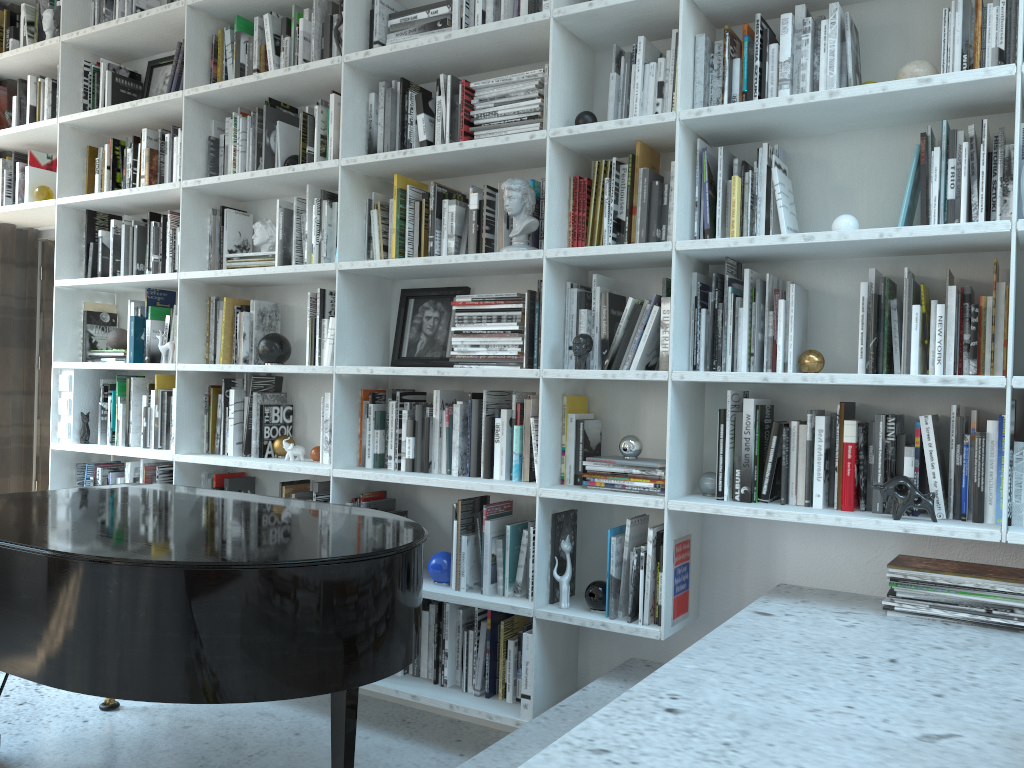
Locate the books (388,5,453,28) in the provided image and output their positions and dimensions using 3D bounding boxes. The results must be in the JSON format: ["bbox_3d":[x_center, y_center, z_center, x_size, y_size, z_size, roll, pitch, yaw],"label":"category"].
[{"bbox_3d":[-0.288,-1.302,3.212,0.285,0.024,0.159,1,0,33],"label":"books"}]

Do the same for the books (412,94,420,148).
[{"bbox_3d":[-0.311,-0.910,3.215,0.011,0.239,0.147,2,0,31],"label":"books"}]

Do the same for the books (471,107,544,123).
[{"bbox_3d":[0.021,-0.898,3.028,0.285,0.012,0.159,1,0,32],"label":"books"}]

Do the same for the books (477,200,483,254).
[{"bbox_3d":[-0.058,-0.516,3.050,0.029,0.200,0.178,2,0,31],"label":"books"}]

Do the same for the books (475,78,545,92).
[{"bbox_3d":[0.025,-0.997,3.029,0.254,0.012,0.161,1,0,31],"label":"books"}]

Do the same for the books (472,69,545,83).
[{"bbox_3d":[0.023,-1.021,3.025,0.285,0.012,0.159,1,0,33],"label":"books"}]

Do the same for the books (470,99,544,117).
[{"bbox_3d":[0.019,-0.922,3.024,0.285,0.012,0.159,1,0,34],"label":"books"}]

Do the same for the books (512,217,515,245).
[{"bbox_3d":[0.046,-0.542,3.009,0.024,0.259,0.126,2,0,31],"label":"books"}]

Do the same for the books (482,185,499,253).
[{"bbox_3d":[-0.045,-0.538,3.030,0.012,0.245,0.186,2,0,31],"label":"books"}]

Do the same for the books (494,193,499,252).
[{"bbox_3d":[-0.011,-0.529,3.052,0.025,0.230,0.143,2,0,31],"label":"books"}]

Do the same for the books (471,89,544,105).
[{"bbox_3d":[0.023,-0.958,3.028,0.285,0.012,0.159,1,0,30],"label":"books"}]

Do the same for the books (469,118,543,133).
[{"bbox_3d":[0.018,-0.862,3.024,0.285,0.012,0.159,1,0,28],"label":"books"}]

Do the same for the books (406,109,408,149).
[{"bbox_3d":[-0.333,-0.908,3.231,0.014,0.233,0.147,2,0,31],"label":"books"}]

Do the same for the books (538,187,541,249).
[{"bbox_3d":[0.124,-0.532,2.979,0.021,0.242,0.103,2,0,31],"label":"books"}]

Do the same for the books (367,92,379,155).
[{"bbox_3d":[-0.474,-0.928,3.310,0.026,0.267,0.170,2,0,31],"label":"books"}]

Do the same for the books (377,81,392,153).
[{"bbox_3d":[-0.429,-0.942,3.281,0.026,0.297,0.179,2,0,31],"label":"books"}]

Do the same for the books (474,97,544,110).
[{"bbox_3d":[0.020,-0.934,3.024,0.254,0.012,0.161,1,0,28],"label":"books"}]

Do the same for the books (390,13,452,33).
[{"bbox_3d":[-0.291,-1.278,3.208,0.254,0.025,0.161,1,0,27],"label":"books"}]

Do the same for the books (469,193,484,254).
[{"bbox_3d":[-0.084,-0.528,3.063,0.029,0.224,0.185,2,0,31],"label":"books"}]

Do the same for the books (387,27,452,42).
[{"bbox_3d":[-0.291,-1.236,3.213,0.285,0.012,0.159,1,0,29],"label":"books"}]

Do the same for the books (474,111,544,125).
[{"bbox_3d":[0.020,-0.886,3.026,0.254,0.012,0.161,1,0,29],"label":"books"}]

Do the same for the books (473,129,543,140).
[{"bbox_3d":[0.020,-0.825,3.028,0.285,0.012,0.159,1,0,32],"label":"books"}]

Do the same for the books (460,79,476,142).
[{"bbox_3d":[-0.126,-0.909,3.086,0.013,0.247,0.176,2,0,31],"label":"books"}]

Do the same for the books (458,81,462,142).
[{"bbox_3d":[-0.131,-0.908,3.104,0.015,0.245,0.183,2,0,31],"label":"books"}]

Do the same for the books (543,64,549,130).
[{"bbox_3d":[0.148,-0.906,2.934,0.012,0.254,0.161,2,0,31],"label":"books"}]

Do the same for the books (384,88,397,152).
[{"bbox_3d":[-0.399,-0.926,3.255,0.025,0.266,0.185,2,0,31],"label":"books"}]

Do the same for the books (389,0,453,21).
[{"bbox_3d":[-0.285,-1.327,3.216,0.285,0.024,0.159,1,0,31],"label":"books"}]

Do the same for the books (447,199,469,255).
[{"bbox_3d":[-0.166,-0.526,3.126,0.030,0.215,0.168,2,0,31],"label":"books"}]

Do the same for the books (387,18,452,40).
[{"bbox_3d":[-0.293,-1.253,3.206,0.285,0.024,0.159,1,0,36],"label":"books"}]

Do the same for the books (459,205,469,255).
[{"bbox_3d":[-0.126,-0.517,3.116,0.050,0.199,0.145,2,0,31],"label":"books"}]

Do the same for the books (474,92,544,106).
[{"bbox_3d":[0.021,-0.946,3.025,0.254,0.012,0.161,1,0,33],"label":"books"}]

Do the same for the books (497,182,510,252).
[{"bbox_3d":[0.001,-0.544,3.023,0.025,0.258,0.150,2,0,31],"label":"books"}]

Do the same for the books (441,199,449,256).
[{"bbox_3d":[-0.190,-0.527,3.139,0.024,0.216,0.175,2,0,31],"label":"books"}]

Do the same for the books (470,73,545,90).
[{"bbox_3d":[0.019,-1.009,3.019,0.285,0.012,0.159,1,0,26],"label":"books"}]

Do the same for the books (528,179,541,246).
[{"bbox_3d":[0.095,-0.543,2.987,0.014,0.263,0.135,2,0,31],"label":"books"}]

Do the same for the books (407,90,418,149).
[{"bbox_3d":[-0.323,-0.916,3.220,0.014,0.250,0.172,2,0,31],"label":"books"}]

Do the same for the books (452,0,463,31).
[{"bbox_3d":[-0.147,-1.247,3.113,0.025,0.187,0.193,2,0,31],"label":"books"}]

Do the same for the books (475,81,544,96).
[{"bbox_3d":[0.022,-0.984,3.025,0.254,0.012,0.161,1,0,33],"label":"books"}]

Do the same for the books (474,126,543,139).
[{"bbox_3d":[0.021,-0.837,3.030,0.254,0.012,0.161,1,0,31],"label":"books"}]

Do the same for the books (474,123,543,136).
[{"bbox_3d":[0.020,-0.850,3.028,0.254,0.012,0.161,1,0,30],"label":"books"}]

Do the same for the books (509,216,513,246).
[{"bbox_3d":[0.029,-0.517,3.026,0.022,0.206,0.114,2,0,31],"label":"books"}]

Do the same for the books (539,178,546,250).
[{"bbox_3d":[0.135,-0.541,2.952,0.025,0.259,0.130,2,0,31],"label":"books"}]

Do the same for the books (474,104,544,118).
[{"bbox_3d":[0.021,-0.910,3.028,0.254,0.012,0.161,1,0,32],"label":"books"}]

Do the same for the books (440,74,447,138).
[{"bbox_3d":[-0.194,-0.933,3.149,0.049,0.291,0.162,2,0,31],"label":"books"}]

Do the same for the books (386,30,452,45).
[{"bbox_3d":[-0.293,-1.224,3.211,0.285,0.012,0.159,1,0,28],"label":"books"}]

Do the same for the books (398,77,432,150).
[{"bbox_3d":[-0.353,-0.942,3.240,0.011,0.300,0.179,2,0,31],"label":"books"}]

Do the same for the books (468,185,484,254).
[{"bbox_3d":[-0.102,-0.546,3.091,0.014,0.258,0.161,2,0,31],"label":"books"}]

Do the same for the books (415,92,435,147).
[{"bbox_3d":[-0.281,-0.908,3.190,0.066,0.236,0.153,2,0,31],"label":"books"}]

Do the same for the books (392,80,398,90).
[{"bbox_3d":[-0.402,-0.949,3.287,0.014,0.313,0.133,2,0,31],"label":"books"}]

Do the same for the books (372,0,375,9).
[{"bbox_3d":[-0.474,-1.288,3.327,0.012,0.254,0.161,2,0,31],"label":"books"}]

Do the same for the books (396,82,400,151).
[{"bbox_3d":[-0.366,-0.939,3.257,0.029,0.295,0.151,2,0,31],"label":"books"}]

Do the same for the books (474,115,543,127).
[{"bbox_3d":[0.019,-0.874,3.026,0.254,0.012,0.161,1,0,33],"label":"books"}]

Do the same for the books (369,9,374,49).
[{"bbox_3d":[-0.469,-1.262,3.300,0.027,0.201,0.167,2,0,31],"label":"books"}]

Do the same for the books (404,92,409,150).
[{"bbox_3d":[-0.343,-0.917,3.237,0.011,0.252,0.153,2,0,31],"label":"books"}]

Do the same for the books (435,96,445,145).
[{"bbox_3d":[-0.220,-0.897,3.161,0.024,0.216,0.148,2,0,31],"label":"books"}]

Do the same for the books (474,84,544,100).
[{"bbox_3d":[0.019,-0.971,3.020,0.254,0.012,0.161,1,0,36],"label":"books"}]

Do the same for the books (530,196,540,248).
[{"bbox_3d":[0.103,-0.514,2.976,0.012,0.205,0.145,2,0,31],"label":"books"}]

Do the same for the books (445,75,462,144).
[{"bbox_3d":[-0.171,-0.922,3.119,0.021,0.269,0.191,2,0,31],"label":"books"}]

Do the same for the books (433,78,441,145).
[{"bbox_3d":[-0.235,-0.931,3.178,0.022,0.285,0.130,2,0,31],"label":"books"}]
